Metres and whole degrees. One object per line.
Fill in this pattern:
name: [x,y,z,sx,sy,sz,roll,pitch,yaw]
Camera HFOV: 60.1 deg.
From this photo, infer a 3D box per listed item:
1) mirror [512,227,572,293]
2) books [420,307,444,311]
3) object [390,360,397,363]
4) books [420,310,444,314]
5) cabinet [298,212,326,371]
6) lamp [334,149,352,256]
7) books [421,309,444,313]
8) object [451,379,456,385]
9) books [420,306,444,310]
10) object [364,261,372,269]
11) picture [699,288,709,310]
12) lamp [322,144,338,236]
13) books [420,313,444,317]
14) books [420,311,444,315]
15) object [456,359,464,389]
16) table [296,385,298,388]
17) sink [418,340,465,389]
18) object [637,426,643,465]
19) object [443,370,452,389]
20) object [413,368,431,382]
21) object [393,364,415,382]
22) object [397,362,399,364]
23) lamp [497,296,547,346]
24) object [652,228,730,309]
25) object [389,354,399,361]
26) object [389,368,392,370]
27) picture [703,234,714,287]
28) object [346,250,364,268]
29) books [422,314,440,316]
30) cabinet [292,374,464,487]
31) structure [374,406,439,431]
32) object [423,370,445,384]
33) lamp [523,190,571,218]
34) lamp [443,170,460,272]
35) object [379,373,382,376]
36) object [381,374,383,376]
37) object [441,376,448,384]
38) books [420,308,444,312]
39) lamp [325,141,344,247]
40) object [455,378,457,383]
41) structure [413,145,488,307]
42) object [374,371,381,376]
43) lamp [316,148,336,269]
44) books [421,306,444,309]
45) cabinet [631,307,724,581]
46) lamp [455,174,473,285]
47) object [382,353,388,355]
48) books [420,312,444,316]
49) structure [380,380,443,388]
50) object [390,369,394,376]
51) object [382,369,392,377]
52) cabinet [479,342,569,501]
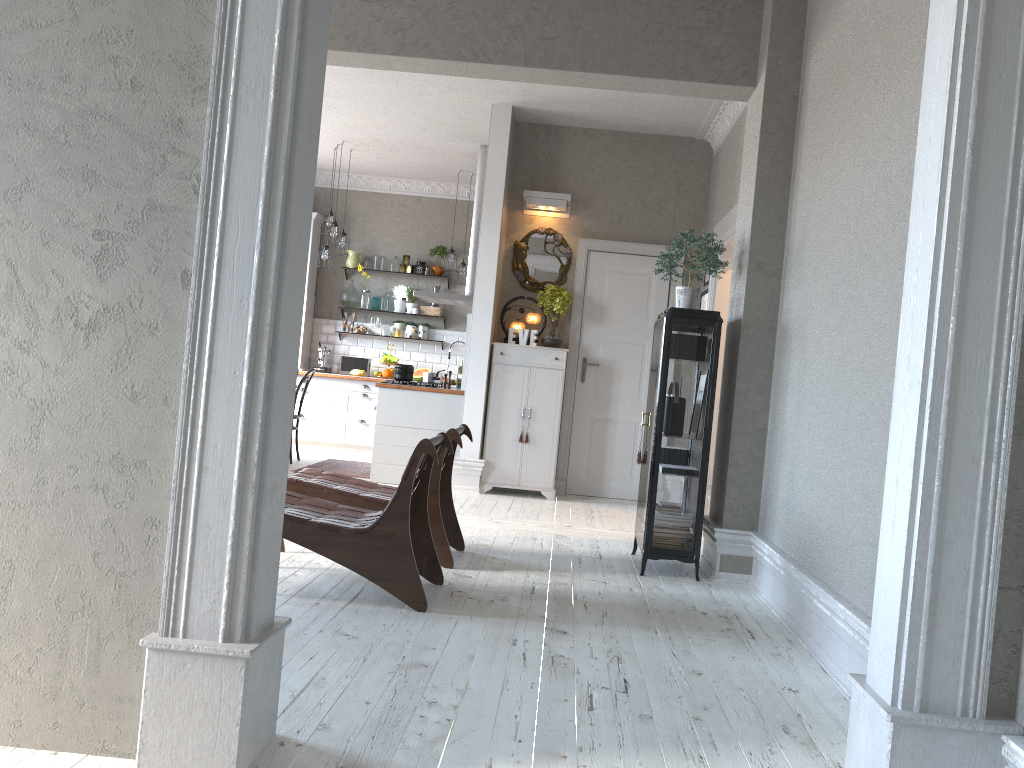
mirror: [0.266,-1.113,7.927,0.532,0.593,0.071,5,0,1]
books: [-0.977,-0.914,10.860,0.258,0.016,0.159,5,0,14]
object: [-1.431,-0.254,10.646,0.077,0.062,0.099,5,0,-24]
books: [-0.980,-0.882,10.860,0.260,0.011,0.158,5,0,8]
cabinet: [-2.831,-1.126,10.752,0.878,1.921,0.388,5,0,1]
lamp: [-1.764,-2.256,9.560,0.148,1.735,0.145,5,0,-11]
books: [-0.979,-0.893,10.860,0.260,0.011,0.158,5,0,5]
object: [-0.720,-0.021,10.607,0.204,0.073,0.118,5,0,-35]
books: [-0.975,-0.925,10.860,0.259,0.016,0.159,5,0,11]
object: [-1.769,-1.447,10.873,0.103,0.111,0.103,5,0,2]
picture: [1.647,-0.639,7.588,0.014,0.331,0.490,5,0,4]
lamp: [-1.864,-2.447,9.407,0.148,1.735,0.145,5,0,-11]
books: [-0.983,-0.850,10.860,0.260,0.011,0.158,5,0,8]
books: [-0.980,-0.871,10.860,0.259,0.016,0.159,5,0,11]
object: [-0.462,-0.090,8.253,0.089,0.282,0.082,5,0,3]
table: [-2.715,0.334,8.060,0.903,0.735,1.922,5,0,3]
sink: [-0.689,-0.081,8.598,0.527,0.720,0.486,5,0,2]
object: [0.774,0.371,5.348,0.041,0.234,0.044,5,0,-41]
object: [-0.563,-0.041,7.724,0.073,0.167,0.036,5,0,2]
object: [-1.078,-0.105,10.490,0.232,0.174,0.221,5,0,24]
object: [-0.955,-0.100,7.814,0.193,0.147,0.190,5,0,-18]
object: [-1.388,-0.252,10.676,0.052,0.050,0.049,5,0,12]
lamp: [0.092,-0.497,7.801,0.446,0.558,0.173,5,0,9]
object: [1.028,-0.659,5.081,0.409,0.506,0.403,5,0,18]
object: [-1.428,-0.311,10.709,0.178,0.096,0.089,5,0,22]
object: [-1.465,-0.151,10.733,0.085,0.093,0.086,5,0,-2]
picture: [1.686,-1.053,7.585,0.012,0.416,0.282,5,0,4]
object: [-1.926,-1.515,10.818,0.189,0.216,0.175,5,0,16]
books: [-0.984,-0.838,10.860,0.260,0.011,0.158,5,0,5]
cabinet: [-1.443,0.381,9.412,2.030,0.854,4.106,5,0,-41]
structure: [-0.887,0.361,7.951,0.617,0.623,0.623,5,0,2]
object: [-0.674,-0.067,8.037,0.297,0.134,0.178,6,0,37]
lamp: [0.309,-1.590,7.845,0.415,0.171,0.220,5,0,2]
lamp: [-0.626,-2.149,10.057,0.144,1.735,0.149,5,0,34]
object: [-1.565,-0.112,10.653,0.084,0.057,0.090,6,0,34]
object: [-1.550,-0.101,10.668,0.070,0.076,0.226,5,0,-15]
object: [-0.826,-0.057,10.434,0.227,0.127,0.147,5,0,-15]
books: [-0.978,-0.904,10.860,0.260,0.011,0.158,5,0,8]
lamp: [-1.791,-2.308,9.246,0.150,1.735,0.143,5,0,-41]
object: [-0.585,-0.031,10.555,0.208,0.119,0.129,5,0,-35]
structure: [-0.512,-1.622,8.994,0.712,1.595,0.713,5,0,2]
object: [-1.602,-0.119,10.690,0.075,0.072,0.154,6,0,32]
lamp: [-1.953,-2.115,9.567,0.149,1.735,0.144,5,0,-31]
books: [-0.974,-0.936,10.860,0.260,0.011,0.158,5,0,8]
cabinet: [0.932,0.325,5.090,0.348,1.471,0.619,5,0,3]
lamp: [-0.501,-2.015,10.189,0.149,1.735,0.144,5,0,-26]
object: [-1.523,-0.351,10.647,0.074,0.058,0.050,5,0,-21]
books: [-0.982,-0.861,10.860,0.258,0.016,0.159,5,0,14]
structure: [-0.879,-0.004,7.955,0.495,0.031,0.606,5,0,3]
object: [-1.441,-0.138,10.618,0.087,0.078,0.089,5,0,29]
object: [-1.486,-0.130,10.543,0.115,0.110,0.109,5,0,-30]
cabinet: [0.106,0.318,7.704,0.665,1.297,0.384,5,0,2]
